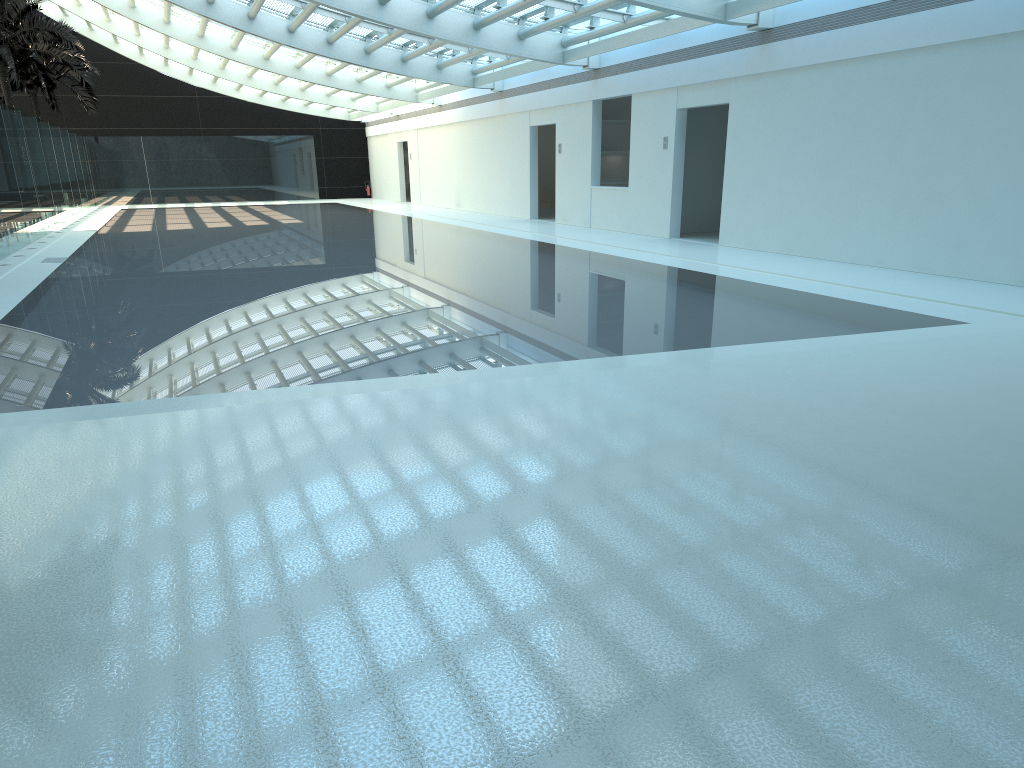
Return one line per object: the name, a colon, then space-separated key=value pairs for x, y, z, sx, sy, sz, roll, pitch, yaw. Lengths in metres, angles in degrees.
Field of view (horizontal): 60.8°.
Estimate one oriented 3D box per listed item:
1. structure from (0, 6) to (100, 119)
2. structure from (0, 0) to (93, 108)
structure: x=-17.922 y=-10.380 z=33.210 sx=4.335 sy=7.414 sz=4.666 roll=-18 pitch=26 yaw=-38
structure: x=-15.119 y=-8.639 z=26.130 sx=4.761 sy=7.415 sz=4.246 roll=-10 pitch=22 yaw=-25
